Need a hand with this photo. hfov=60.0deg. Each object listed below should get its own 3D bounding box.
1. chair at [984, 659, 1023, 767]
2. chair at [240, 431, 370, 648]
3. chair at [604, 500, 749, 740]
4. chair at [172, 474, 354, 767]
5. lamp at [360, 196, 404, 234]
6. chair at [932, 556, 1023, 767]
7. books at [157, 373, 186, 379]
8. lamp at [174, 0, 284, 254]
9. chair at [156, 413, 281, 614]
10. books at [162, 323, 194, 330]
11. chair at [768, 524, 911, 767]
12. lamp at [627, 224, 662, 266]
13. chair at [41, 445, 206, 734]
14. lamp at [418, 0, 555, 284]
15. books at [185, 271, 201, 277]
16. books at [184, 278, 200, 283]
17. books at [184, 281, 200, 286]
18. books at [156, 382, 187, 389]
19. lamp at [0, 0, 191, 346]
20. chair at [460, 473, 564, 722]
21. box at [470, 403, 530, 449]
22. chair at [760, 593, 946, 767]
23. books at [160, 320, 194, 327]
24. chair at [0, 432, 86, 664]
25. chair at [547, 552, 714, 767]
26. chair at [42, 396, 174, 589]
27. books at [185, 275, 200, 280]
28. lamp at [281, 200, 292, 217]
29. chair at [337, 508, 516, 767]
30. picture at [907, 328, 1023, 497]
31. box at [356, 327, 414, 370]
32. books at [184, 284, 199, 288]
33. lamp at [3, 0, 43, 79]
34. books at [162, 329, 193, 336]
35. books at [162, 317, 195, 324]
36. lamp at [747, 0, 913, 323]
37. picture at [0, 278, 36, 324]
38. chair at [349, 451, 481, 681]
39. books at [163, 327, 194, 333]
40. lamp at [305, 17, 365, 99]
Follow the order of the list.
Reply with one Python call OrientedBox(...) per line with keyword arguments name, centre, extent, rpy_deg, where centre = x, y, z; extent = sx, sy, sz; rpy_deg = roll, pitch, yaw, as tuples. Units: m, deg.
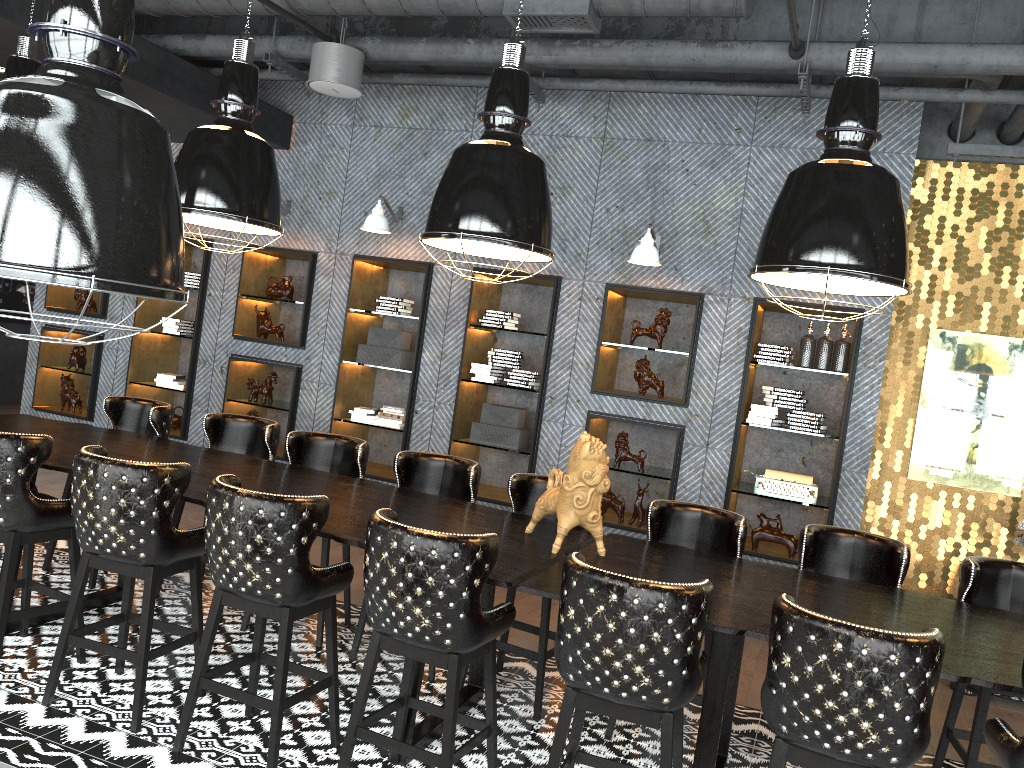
OrientedBox(name="chair", centre=(1.683, 1.338, 2.599), extent=(0.504, 1.092, 0.568), rpy_deg=(8, 2, 14))
OrientedBox(name="chair", centre=(-1.156, 0.848, 5.109), extent=(0.504, 1.092, 0.568), rpy_deg=(8, 2, 10))
OrientedBox(name="chair", centre=(0.814, 1.154, 4.306), extent=(0.504, 1.092, 0.568), rpy_deg=(9, 2, 21))
OrientedBox(name="chair", centre=(-0.980, 0.932, 3.526), extent=(0.504, 1.092, 0.568), rpy_deg=(9, 2, 22))
OrientedBox(name="lamp", centre=(-0.991, -1.350, 7.137), extent=(0.244, 0.287, 0.489), rpy_deg=(9, 2, 35))
OrientedBox(name="chair", centre=(2.191, 1.361, 3.899), extent=(0.504, 1.092, 0.568), rpy_deg=(8, 2, 12))
OrientedBox(name="books", centre=(-3.185, -0.072, 8.296), extent=(0.179, 0.029, 0.225), rpy_deg=(8, 2, 3))
OrientedBox(name="lamp", centre=(-1.332, -1.812, 4.462), extent=(0.621, 2.302, 0.622), rpy_deg=(7, 2, -25))
OrientedBox(name="chair", centre=(-1.762, 0.752, 5.428), extent=(0.504, 1.092, 0.568), rpy_deg=(8, 2, 16))
OrientedBox(name="books", centre=(-3.099, -0.532, 8.263), extent=(0.193, 0.028, 0.245), rpy_deg=(9, 2, 20))
OrientedBox(name="chair", centre=(1.540, 1.260, 4.183), extent=(0.504, 1.092, 0.568), rpy_deg=(9, 2, 21))
OrientedBox(name="lamp", centre=(1.032, -0.994, 6.405), extent=(0.244, 0.287, 0.489), rpy_deg=(9, 2, 35))
OrientedBox(name="chair", centre=(-1.626, 0.831, 3.791), extent=(0.504, 1.092, 0.568), rpy_deg=(8, 2, 16))
OrientedBox(name="lamp", centre=(0.028, -1.604, 3.971), extent=(0.621, 2.302, 0.622), rpy_deg=(7, 2, -25))
OrientedBox(name="books", centre=(-2.917, -1.011, 8.232), extent=(0.245, 0.028, 0.193), rpy_deg=(8, 2, -8))
OrientedBox(name="books", centre=(-2.930, -0.957, 8.273), extent=(0.245, 0.028, 0.193), rpy_deg=(8, 2, 2))
OrientedBox(name="books", centre=(-2.949, -0.929, 8.222), extent=(0.245, 0.028, 0.193), rpy_deg=(8, 2, 7))
OrientedBox(name="books", centre=(-3.184, 0.007, 8.298), extent=(0.243, 0.034, 0.180), rpy_deg=(8, 2, -11))
OrientedBox(name="lamp", centre=(-0.563, -1.136, 1.335), extent=(0.390, 2.160, 0.391), rpy_deg=(7, 2, -25))
OrientedBox(name="chair", centre=(0.112, 1.045, 4.582), extent=(0.504, 1.092, 0.568), rpy_deg=(9, 2, 28))
OrientedBox(name="box", centre=(-0.101, 0.338, 7.209), extent=(0.419, 0.315, 0.323), rpy_deg=(9, 2, 20))
OrientedBox(name="chair", centre=(1.014, 1.237, 2.795), extent=(0.504, 1.092, 0.568), rpy_deg=(9, 2, 23))
OrientedBox(name="books", centre=(-3.118, -0.562, 8.259), extent=(0.194, 0.028, 0.245), rpy_deg=(9, 2, 23))
OrientedBox(name="chair", centre=(-2.288, 0.729, 4.042), extent=(0.504, 1.092, 0.568), rpy_deg=(9, 2, 29))
OrientedBox(name="chair", centre=(0.365, 1.139, 3.002), extent=(0.504, 1.092, 0.568), rpy_deg=(8, 2, 17))
OrientedBox(name="chair", centre=(-2.490, 0.644, 5.580), extent=(0.504, 1.092, 0.568), rpy_deg=(9, 2, 28))
OrientedBox(name="books", centre=(-2.922, -0.983, 8.232), extent=(0.245, 0.028, 0.193), rpy_deg=(8, 2, 0))
OrientedBox(name="lamp", centre=(-2.016, -1.482, 7.507), extent=(0.244, 0.287, 0.489), rpy_deg=(9, 2, 35))
OrientedBox(name="chair", centre=(-0.322, 1.033, 3.277), extent=(0.504, 1.092, 0.568), rpy_deg=(9, 2, 24))
OrientedBox(name="picture", centre=(3.601, 0.251, 5.991), extent=(1.574, 1.073, 0.022), rpy_deg=(9, 2, 20))
OrientedBox(name="box", centre=(-1.077, -0.311, 7.561), extent=(0.419, 0.315, 0.298), rpy_deg=(9, 2, 20))
OrientedBox(name="books", centre=(-2.934, -0.899, 8.235), extent=(0.245, 0.028, 0.193), rpy_deg=(8, 2, -1))
OrientedBox(name="lamp", centre=(-2.692, -2.021, 4.954), extent=(0.621, 2.302, 0.622), rpy_deg=(7, 2, -25))
OrientedBox(name="books", centre=(-3.104, -0.475, 8.274), extent=(0.193, 0.028, 0.245), rpy_deg=(9, 2, 16))
OrientedBox(name="books", centre=(-3.110, -0.590, 8.269), extent=(0.193, 0.028, 0.245), rpy_deg=(8, 2, 13))
OrientedBox(name="lamp", centre=(1.387, -1.396, 3.479), extent=(0.621, 2.302, 0.622), rpy_deg=(7, 2, -25))
OrientedBox(name="picture", centre=(-8.030, -1.449, 9.291), extent=(0.200, 1.102, 12.463), rpy_deg=(9, 2, 20))
OrientedBox(name="chair", centre=(-0.499, 0.949, 4.871), extent=(0.504, 1.092, 0.568), rpy_deg=(8, 2, 15))
OrientedBox(name="books", centre=(-3.073, -0.498, 8.230), extent=(0.194, 0.028, 0.245), rpy_deg=(9, 2, 29))
OrientedBox(name="lamp", centre=(-1.115, -2.469, 5.893), extent=(0.380, 1.045, 0.382), rpy_deg=(6, 2, -44))
